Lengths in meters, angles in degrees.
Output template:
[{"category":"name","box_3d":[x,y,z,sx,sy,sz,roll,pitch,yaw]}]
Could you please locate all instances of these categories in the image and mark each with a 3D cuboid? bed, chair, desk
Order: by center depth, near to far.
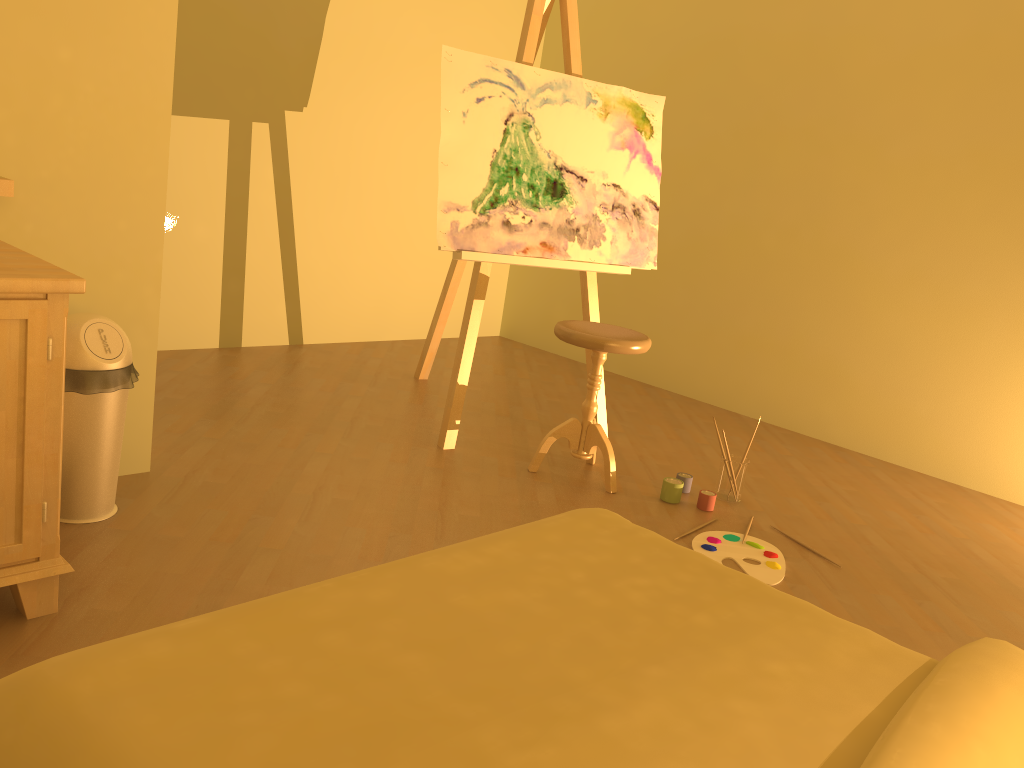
[{"category":"bed","box_3d":[0.614,0.546,0.716,2.378,0.894,1.286,20,17,40]},{"category":"desk","box_3d":[-1.590,0.103,1.501,0.684,0.720,1.396,20,17,40]},{"category":"chair","box_3d":[0.288,0.074,3.216,0.348,0.551,0.364,-1,17,-36]}]

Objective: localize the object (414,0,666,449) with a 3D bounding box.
[{"category":"object","box_3d":[-0.044,-0.699,3.564,1.132,1.896,0.972,15,14,23]}]

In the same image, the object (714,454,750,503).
[{"category":"object","box_3d":[0.807,0.348,3.263,0.106,0.157,0.106,12,14,13]}]

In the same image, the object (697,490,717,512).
[{"category":"object","box_3d":[0.686,0.412,3.130,0.060,0.060,0.060,14,14,22]}]

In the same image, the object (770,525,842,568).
[{"category":"object","box_3d":[0.963,0.531,2.923,0.010,0.010,0.325,2,15,-28]}]

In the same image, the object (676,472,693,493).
[{"category":"object","box_3d":[0.635,0.366,3.287,0.060,0.060,0.060,15,15,25]}]

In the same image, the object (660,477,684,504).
[{"category":"object","box_3d":[0.569,0.379,3.158,0.073,0.073,0.073,-4,18,-43]}]

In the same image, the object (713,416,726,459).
[{"category":"object","box_3d":[0.783,0.275,3.267,0.159,0.286,0.010,18,16,35]}]

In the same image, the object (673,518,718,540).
[{"category":"object","box_3d":[0.609,0.476,2.922,0.010,0.010,0.325,18,16,35]}]

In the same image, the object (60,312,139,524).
[{"category":"object","box_3d":[-1.113,0.079,2.311,0.248,0.535,0.255,5,14,-14]}]

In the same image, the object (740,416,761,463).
[{"category":"object","box_3d":[0.857,0.269,3.273,0.069,0.319,0.010,4,14,-22]}]

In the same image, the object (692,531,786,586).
[{"category":"object","box_3d":[0.705,0.527,2.764,0.288,0.014,0.366,12,14,13]}]

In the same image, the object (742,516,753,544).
[{"category":"object","box_3d":[0.794,0.488,2.983,0.010,0.015,0.325,13,14,19]}]

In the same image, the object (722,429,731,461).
[{"category":"object","box_3d":[0.793,0.291,3.220,0.172,0.278,0.010,-1,16,-36]}]
